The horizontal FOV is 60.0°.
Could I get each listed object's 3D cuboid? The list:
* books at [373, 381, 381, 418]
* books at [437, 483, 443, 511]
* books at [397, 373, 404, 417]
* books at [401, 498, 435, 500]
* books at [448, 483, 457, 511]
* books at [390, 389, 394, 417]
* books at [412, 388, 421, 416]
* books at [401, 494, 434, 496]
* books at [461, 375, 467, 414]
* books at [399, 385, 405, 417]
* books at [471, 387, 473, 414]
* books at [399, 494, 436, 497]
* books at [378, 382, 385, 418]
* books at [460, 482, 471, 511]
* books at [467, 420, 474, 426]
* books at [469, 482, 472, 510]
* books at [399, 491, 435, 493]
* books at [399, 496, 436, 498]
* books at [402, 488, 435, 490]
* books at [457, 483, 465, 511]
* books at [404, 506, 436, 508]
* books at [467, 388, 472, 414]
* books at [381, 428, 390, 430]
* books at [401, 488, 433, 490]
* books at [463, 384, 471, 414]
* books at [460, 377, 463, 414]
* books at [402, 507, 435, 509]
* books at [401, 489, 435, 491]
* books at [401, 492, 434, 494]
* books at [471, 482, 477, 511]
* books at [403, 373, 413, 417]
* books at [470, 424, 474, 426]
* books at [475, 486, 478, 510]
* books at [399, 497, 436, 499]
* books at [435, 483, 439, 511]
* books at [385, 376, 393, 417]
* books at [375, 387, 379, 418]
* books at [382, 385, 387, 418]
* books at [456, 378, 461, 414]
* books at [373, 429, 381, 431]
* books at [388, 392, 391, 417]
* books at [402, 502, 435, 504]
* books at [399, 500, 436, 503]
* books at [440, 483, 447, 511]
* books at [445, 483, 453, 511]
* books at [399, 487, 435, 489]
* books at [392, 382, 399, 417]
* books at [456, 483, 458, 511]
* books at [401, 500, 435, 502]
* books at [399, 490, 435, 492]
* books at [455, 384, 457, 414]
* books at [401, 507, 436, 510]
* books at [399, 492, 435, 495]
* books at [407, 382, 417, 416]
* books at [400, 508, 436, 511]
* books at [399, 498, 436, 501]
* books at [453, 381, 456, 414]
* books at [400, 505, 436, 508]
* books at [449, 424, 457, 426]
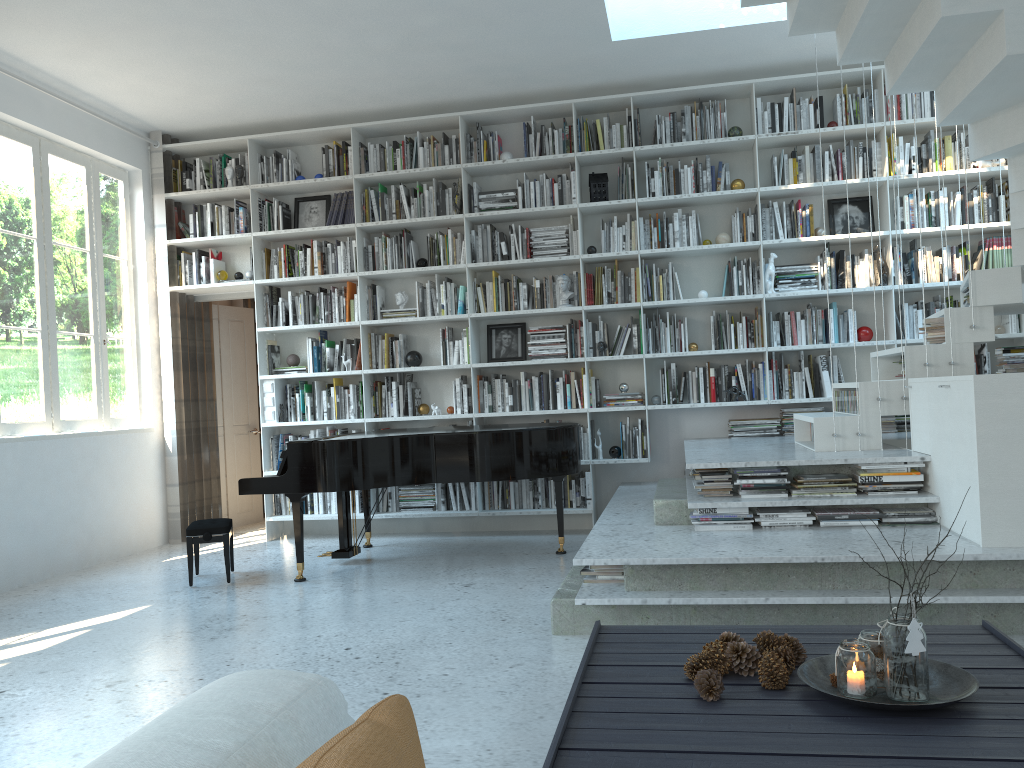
[{"bbox_3d":[-1.035,0.119,6.855,0.013,0.283,0.146,-3,0,11],"label":"books"},{"bbox_3d":[-0.533,0.826,6.773,0.031,0.265,0.144,-3,0,11],"label":"books"},{"bbox_3d":[-0.853,0.082,6.840,0.013,0.339,0.138,-3,0,11],"label":"books"},{"bbox_3d":[-0.704,0.875,6.805,0.254,0.007,0.161,-3,-1,12],"label":"books"},{"bbox_3d":[-0.434,0.827,6.742,0.062,0.253,0.177,-3,0,11],"label":"books"},{"bbox_3d":[-0.897,0.146,6.826,0.021,0.215,0.172,-3,-1,11],"label":"books"},{"bbox_3d":[-0.731,0.139,6.806,0.023,0.212,0.160,-3,-1,11],"label":"books"},{"bbox_3d":[-0.708,0.844,6.806,0.254,0.006,0.161,-3,-1,10],"label":"books"},{"bbox_3d":[-0.358,0.080,6.734,0.014,0.291,0.132,-3,0,11],"label":"books"},{"bbox_3d":[-0.832,0.130,6.828,0.029,0.241,0.135,-3,0,11],"label":"books"},{"bbox_3d":[-0.279,0.121,6.718,0.024,0.201,0.158,-3,-1,11],"label":"books"},{"bbox_3d":[-0.709,0.850,6.804,0.285,0.005,0.159,-3,-1,9],"label":"books"},{"bbox_3d":[-0.995,0.122,6.836,0.012,0.272,0.181,-3,0,11],"label":"books"},{"bbox_3d":[-0.344,0.811,6.728,0.073,0.276,0.181,-3,0,11],"label":"books"},{"bbox_3d":[-0.303,0.436,6.715,0.013,0.320,0.173,-3,0,11],"label":"books"},{"bbox_3d":[-0.293,0.817,6.732,0.025,0.259,0.132,-3,0,11],"label":"books"},{"bbox_3d":[-0.711,0.823,6.799,0.285,0.005,0.159,-3,-1,7],"label":"books"},{"bbox_3d":[-0.704,0.861,6.808,0.285,0.007,0.159,-3,-1,11],"label":"books"},{"bbox_3d":[-0.707,0.801,6.808,0.254,0.006,0.161,-3,-1,11],"label":"books"},{"bbox_3d":[-0.389,0.814,6.724,0.012,0.274,0.180,-3,0,11],"label":"books"},{"bbox_3d":[-0.703,0.937,6.805,0.254,0.007,0.161,-3,-1,12],"label":"books"},{"bbox_3d":[-0.303,0.126,6.736,0.031,0.194,0.142,-3,0,11],"label":"books"},{"bbox_3d":[-0.971,0.487,6.853,0.013,0.288,0.161,-3,0,11],"label":"books"},{"bbox_3d":[-0.707,0.795,6.808,0.254,0.006,0.161,-3,-1,11],"label":"books"},{"bbox_3d":[-0.337,0.114,6.722,0.029,0.221,0.153,-3,0,11],"label":"books"},{"bbox_3d":[-0.368,0.088,6.740,0.010,0.277,0.155,-3,0,11],"label":"books"},{"bbox_3d":[-0.702,0.944,6.808,0.254,0.007,0.161,-3,-1,11],"label":"books"},{"bbox_3d":[-0.709,0.806,6.797,0.254,0.006,0.161,-3,-1,6],"label":"books"},{"bbox_3d":[-0.709,0.828,6.808,0.254,0.006,0.161,-3,-1,11],"label":"books"},{"bbox_3d":[-0.275,0.815,6.697,0.024,0.260,0.189,-3,0,11],"label":"books"},{"bbox_3d":[-0.798,0.084,6.805,0.050,0.328,0.166,-3,0,11],"label":"books"},{"bbox_3d":[-0.284,0.451,6.722,0.021,0.290,0.160,-3,0,11],"label":"books"},{"bbox_3d":[-0.246,0.854,6.709,0.024,0.180,0.171,-3,-1,11],"label":"books"},{"bbox_3d":[-0.704,0.868,6.806,0.285,0.007,0.159,-3,-1,12],"label":"books"},{"bbox_3d":[-0.557,0.833,6.762,0.012,0.254,0.161,-3,0,11],"label":"books"},{"bbox_3d":[-0.941,0.099,6.833,0.014,0.313,0.166,-3,0,11],"label":"books"},{"bbox_3d":[-1.013,0.140,6.848,0.030,0.239,0.157,-3,0,11],"label":"books"},{"bbox_3d":[-0.966,0.133,6.839,0.042,0.248,0.162,-3,0,11],"label":"books"},{"bbox_3d":[-0.389,0.093,6.730,0.027,0.269,0.159,-3,0,11],"label":"books"},{"bbox_3d":[-1.040,0.492,6.870,0.012,0.285,0.159,-3,0,11],"label":"books"},{"bbox_3d":[-0.918,0.157,6.834,0.024,0.196,0.157,-3,-1,11],"label":"books"},{"bbox_3d":[-0.704,0.902,6.799,0.254,0.007,0.161,-3,-1,7],"label":"books"},{"bbox_3d":[-0.704,0.895,6.799,0.285,0.007,0.159,-3,-1,7],"label":"books"},{"bbox_3d":[-0.504,0.856,6.755,0.029,0.202,0.178,-3,-1,11],"label":"books"},{"bbox_3d":[-0.474,0.837,6.761,0.028,0.238,0.136,-3,0,11],"label":"books"},{"bbox_3d":[-0.707,0.790,6.808,0.285,0.005,0.159,-3,-1,11],"label":"books"},{"bbox_3d":[-0.875,0.118,6.818,0.027,0.269,0.185,-3,0,11],"label":"books"},{"bbox_3d":[-0.398,0.836,6.733,0.011,0.232,0.174,-3,-1,11],"label":"books"},{"bbox_3d":[-0.703,0.889,6.805,0.254,0.007,0.161,-3,-1,12],"label":"books"},{"bbox_3d":[-0.708,0.812,6.801,0.285,0.005,0.159,-3,-1,8],"label":"books"},{"bbox_3d":[-0.405,0.116,6.752,0.015,0.225,0.148,-3,0,11],"label":"books"},{"bbox_3d":[-0.703,0.951,6.799,0.254,0.007,0.161,-3,-1,15],"label":"books"},{"bbox_3d":[-0.709,0.833,6.806,0.285,0.005,0.159,-3,-1,10],"label":"books"},{"bbox_3d":[-0.759,0.116,6.796,0.027,0.261,0.163,-3,0,11],"label":"books"},{"bbox_3d":[-0.701,0.958,6.808,0.285,0.007,0.159,-3,-1,11],"label":"books"},{"bbox_3d":[-0.705,0.882,6.796,0.285,0.007,0.159,-3,-1,6],"label":"books"},{"bbox_3d":[-0.420,0.102,6.747,0.012,0.254,0.161,-3,0,11],"label":"books"},{"bbox_3d":[-0.704,0.930,6.799,0.285,0.007,0.159,-3,-1,7],"label":"books"},{"bbox_3d":[-0.445,0.457,6.765,0.025,0.294,0.134,-3,0,11],"label":"books"}]
